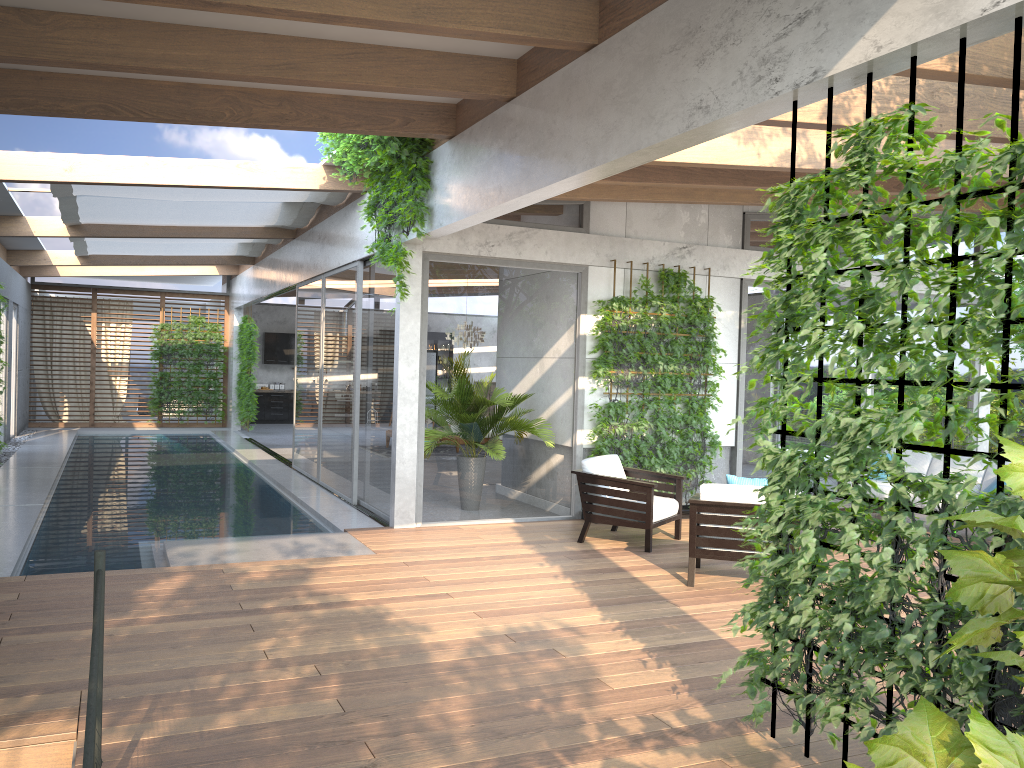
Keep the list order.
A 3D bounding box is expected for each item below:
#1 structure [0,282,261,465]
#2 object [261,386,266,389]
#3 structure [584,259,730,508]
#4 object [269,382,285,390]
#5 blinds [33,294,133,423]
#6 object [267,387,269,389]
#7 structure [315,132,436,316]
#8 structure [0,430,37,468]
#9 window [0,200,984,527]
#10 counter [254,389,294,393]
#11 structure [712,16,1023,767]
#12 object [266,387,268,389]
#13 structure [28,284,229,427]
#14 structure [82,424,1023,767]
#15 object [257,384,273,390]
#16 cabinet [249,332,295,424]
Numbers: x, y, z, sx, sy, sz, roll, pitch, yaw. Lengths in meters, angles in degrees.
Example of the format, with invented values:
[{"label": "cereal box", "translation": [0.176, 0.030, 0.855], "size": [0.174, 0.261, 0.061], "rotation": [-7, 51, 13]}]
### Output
[{"label": "structure", "translation": [-6.303, -0.289, 15.655], "size": [2.739, 2.687, 10.282], "rotation": [2, 1, -7]}, {"label": "object", "translation": [-6.240, 0.089, 22.250], "size": [0.086, 0.087, 0.090], "rotation": [3, 1, 43]}, {"label": "structure", "translation": [1.585, 0.048, 9.511], "size": [1.851, 2.669, 0.500], "rotation": [1, 1, -24]}, {"label": "object", "translation": [-6.030, 0.045, 22.747], "size": [0.405, 0.200, 0.147], "rotation": [1, 1, -23]}, {"label": "blinds", "translation": [-9.588, -0.508, 19.852], "size": [2.087, 2.898, 0.692], "rotation": [1, 1, -20]}, {"label": "object", "translation": [-6.166, 0.105, 22.331], "size": [0.083, 0.055, 0.073], "rotation": [3, 1, 42]}, {"label": "structure", "translation": [-1.264, -1.641, 8.167], "size": [0.918, 2.054, 1.822], "rotation": [1, 1, -27]}, {"label": "structure", "translation": [-7.172, 1.158, 11.998], "size": [0.477, 0.068, 13.673], "rotation": [1, 1, -24]}, {"label": "window", "translation": [-1.634, -0.635, 16.741], "size": [14.294, 3.764, 23.280], "rotation": [1, 1, -24]}, {"label": "counter", "translation": [-5.286, 0.195, 22.857], "size": [3.805, 0.061, 0.607], "rotation": [1, 1, -24]}, {"label": "structure", "translation": [1.393, 0.168, 3.155], "size": [0.500, 2.687, 1.807], "rotation": [1, 1, -24]}, {"label": "object", "translation": [-6.176, 0.104, 22.304], "size": [0.083, 0.057, 0.072], "rotation": [3, 1, 41]}, {"label": "structure", "translation": [-8.621, -0.567, 19.899], "size": [4.313, 3.079, 0.085], "rotation": [1, 1, -24]}, {"label": "structure", "translation": [5.367, 1.237, 10.526], "size": [15.587, 3.022, 31.708], "rotation": [2, 1, 17]}, {"label": "object", "translation": [-6.285, 0.076, 22.422], "size": [0.381, 0.134, 0.590], "rotation": [1, 1, -36]}, {"label": "cabinet", "translation": [-4.331, -0.216, 23.300], "size": [5.901, 2.502, 0.709], "rotation": [1, 1, -26]}]
